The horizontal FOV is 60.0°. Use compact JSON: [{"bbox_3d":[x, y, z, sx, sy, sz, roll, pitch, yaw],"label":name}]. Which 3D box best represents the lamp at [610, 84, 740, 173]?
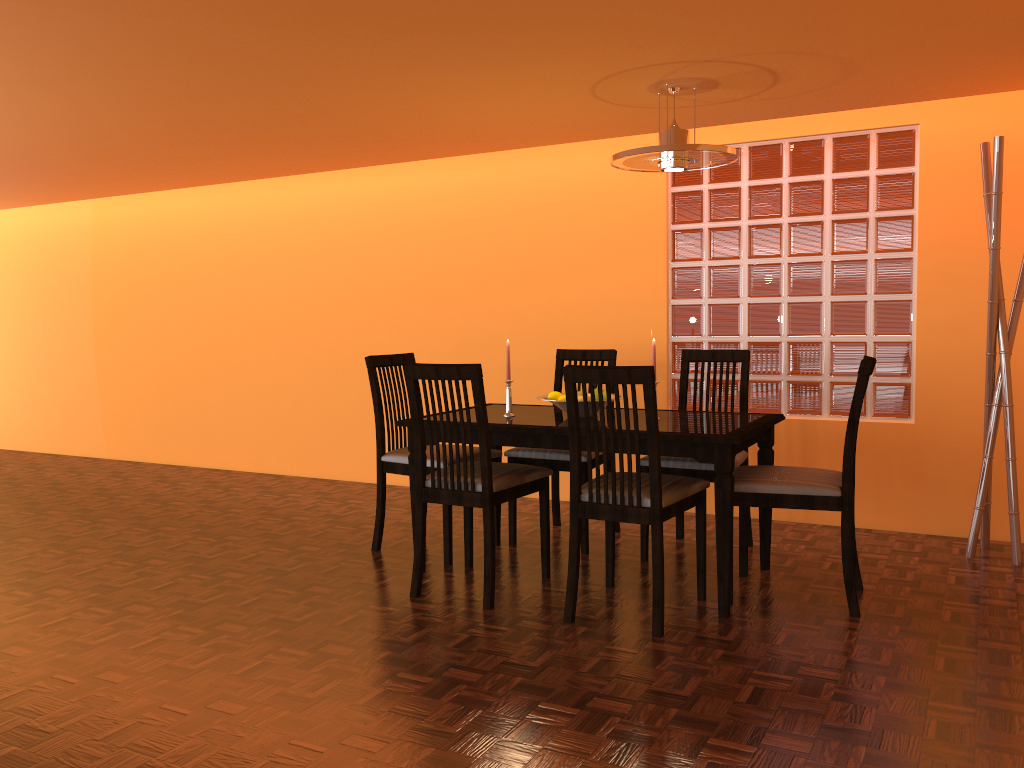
[{"bbox_3d":[0.554,-0.870,3.033,0.435,0.274,0.435,-5,6,-39],"label":"lamp"}]

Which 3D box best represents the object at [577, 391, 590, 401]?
[{"bbox_3d":[0.248,0.066,3.325,0.087,0.076,0.089,2,5,34],"label":"object"}]

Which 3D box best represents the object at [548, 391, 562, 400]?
[{"bbox_3d":[0.162,0.050,3.288,0.055,0.046,0.046,0,4,11],"label":"object"}]

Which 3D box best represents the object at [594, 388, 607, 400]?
[{"bbox_3d":[0.323,0.050,3.253,0.069,0.066,0.069,2,6,38],"label":"object"}]

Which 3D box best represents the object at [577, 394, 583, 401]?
[{"bbox_3d":[0.248,0.066,3.226,0.066,0.070,0.055,0,4,10],"label":"object"}]

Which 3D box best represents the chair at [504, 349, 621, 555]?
[{"bbox_3d":[0.239,0.264,3.768,0.373,0.809,0.465,1,5,28],"label":"chair"}]

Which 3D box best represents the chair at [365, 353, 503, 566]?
[{"bbox_3d":[-0.333,0.283,3.639,0.465,0.809,0.373,2,5,33],"label":"chair"}]

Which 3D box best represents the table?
[{"bbox_3d":[0.294,0.413,3.281,1.259,0.584,0.697,1,5,28],"label":"table"}]

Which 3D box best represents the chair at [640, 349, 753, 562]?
[{"bbox_3d":[0.747,0.276,3.496,0.373,0.809,0.465,1,5,28],"label":"chair"}]

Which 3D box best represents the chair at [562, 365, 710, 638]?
[{"bbox_3d":[0.384,0.333,2.824,0.373,0.809,0.465,1,5,28],"label":"chair"}]

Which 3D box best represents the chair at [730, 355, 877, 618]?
[{"bbox_3d":[0.953,0.315,2.941,0.465,0.809,0.373,1,5,23],"label":"chair"}]

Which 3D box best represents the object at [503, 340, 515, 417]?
[{"bbox_3d":[-0.013,-0.042,3.329,0.044,0.326,0.044,0,5,17],"label":"object"}]

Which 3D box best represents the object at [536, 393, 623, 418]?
[{"bbox_3d":[0.258,0.084,3.287,0.337,0.072,0.337,-1,4,-5],"label":"object"}]

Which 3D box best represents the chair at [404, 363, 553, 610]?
[{"bbox_3d":[-0.124,0.320,3.096,0.373,0.809,0.465,1,5,28],"label":"chair"}]

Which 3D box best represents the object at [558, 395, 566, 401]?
[{"bbox_3d":[0.190,0.064,3.248,0.046,0.046,0.055,-2,4,-9],"label":"object"}]

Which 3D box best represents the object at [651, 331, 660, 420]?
[{"bbox_3d":[0.504,-0.037,3.148,0.044,0.326,0.044,0,5,17],"label":"object"}]

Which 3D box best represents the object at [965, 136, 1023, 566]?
[{"bbox_3d":[1.846,-0.117,3.332,0.308,1.589,0.226,-5,6,-40],"label":"object"}]
